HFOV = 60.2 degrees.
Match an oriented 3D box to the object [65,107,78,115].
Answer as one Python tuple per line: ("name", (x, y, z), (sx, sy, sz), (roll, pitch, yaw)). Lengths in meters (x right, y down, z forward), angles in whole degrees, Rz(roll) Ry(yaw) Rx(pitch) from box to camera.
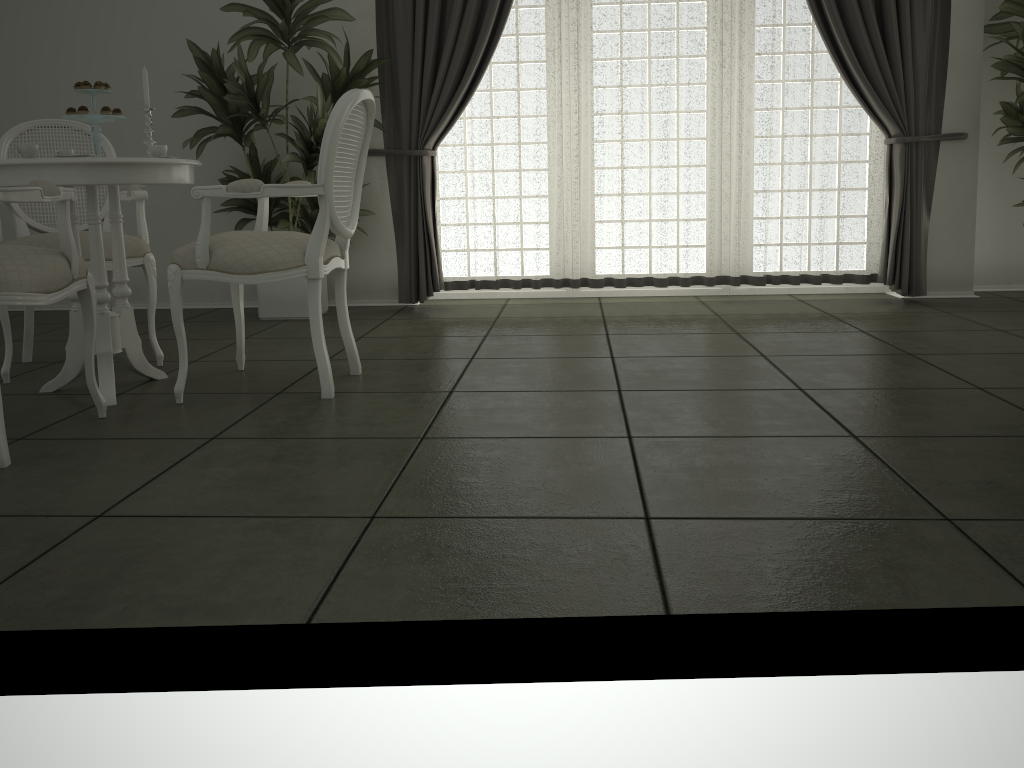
("object", (-1.547, -0.956, 3.101), (0.039, 0.031, 0.040), (-8, 12, -34))

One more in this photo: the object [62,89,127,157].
("object", (-1.480, -0.915, 3.139), (0.211, 0.245, 0.213), (6, 12, 36))

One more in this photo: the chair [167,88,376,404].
("chair", (-0.826, -0.515, 3.198), (0.690, 1.051, 0.603), (-1, 8, 5))

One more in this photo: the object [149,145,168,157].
("object", (-1.261, -0.831, 3.169), (0.063, 0.049, 0.078), (6, 13, 36))

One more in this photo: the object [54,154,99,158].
("object", (-1.431, -0.746, 2.906), (0.118, 0.015, 0.120), (-3, 12, -6))

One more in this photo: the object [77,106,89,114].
("object", (-1.487, -0.948, 3.060), (0.039, 0.031, 0.040), (-7, 12, -29))

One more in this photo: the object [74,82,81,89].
("object", (-1.521, -1.046, 3.104), (0.039, 0.031, 0.040), (6, 12, 35))

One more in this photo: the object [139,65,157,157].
("object", (-1.360, -1.010, 3.298), (0.088, 0.360, 0.088), (-4, 8, -18))

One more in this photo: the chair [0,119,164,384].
("chair", (-1.877, -0.608, 3.744), (0.597, 1.051, 0.696), (-6, 10, -30))

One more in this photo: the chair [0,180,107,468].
("chair", (-1.575, -0.334, 2.445), (0.595, 1.051, 0.699), (-2, 9, -5))

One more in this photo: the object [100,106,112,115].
("object", (-1.421, -0.957, 3.092), (0.040, 0.031, 0.040), (-8, 12, -34))

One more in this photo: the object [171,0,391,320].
("object", (-1.332, -1.423, 5.029), (1.163, 2.071, 1.052), (2, 9, 22))

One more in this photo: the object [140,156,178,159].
("object", (-1.265, -0.806, 3.166), (0.118, 0.015, 0.120), (-3, 12, -6))

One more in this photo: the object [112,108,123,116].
("object", (-1.416, -0.972, 3.165), (0.039, 0.031, 0.040), (3, 11, 25))

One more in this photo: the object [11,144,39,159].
("object", (-1.582, -0.756, 2.882), (0.062, 0.049, 0.079), (1, 11, 14))

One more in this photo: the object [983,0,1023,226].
("object", (3.214, -1.493, 4.863), (1.163, 2.071, 1.052), (2, 9, 22))

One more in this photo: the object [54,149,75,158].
("object", (-1.657, -0.845, 3.275), (0.062, 0.049, 0.079), (-4, 11, -15))

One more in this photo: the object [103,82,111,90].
("object", (-1.447, -1.056, 3.140), (0.040, 0.031, 0.040), (-10, 13, -39))

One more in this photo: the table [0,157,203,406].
("table", (-1.482, -0.381, 3.185), (0.740, 0.820, 0.751), (-1, 9, 1))

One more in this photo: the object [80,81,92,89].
("object", (-1.486, -1.042, 3.081), (0.039, 0.031, 0.040), (3, 11, 25))

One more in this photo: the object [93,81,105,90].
("object", (-1.450, -1.047, 3.099), (0.039, 0.031, 0.040), (0, 10, 10))

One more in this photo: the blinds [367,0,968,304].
("blinds", (0.842, -1.780, 5.260), (3.658, 2.573, 0.668), (-1, 7, 4))
